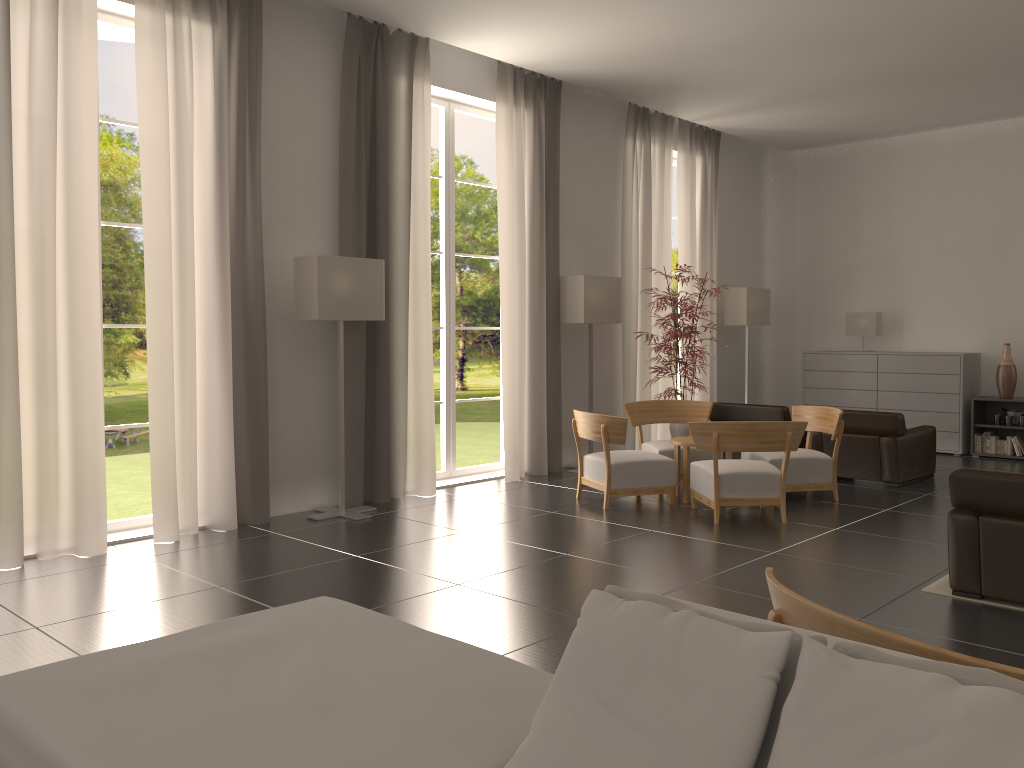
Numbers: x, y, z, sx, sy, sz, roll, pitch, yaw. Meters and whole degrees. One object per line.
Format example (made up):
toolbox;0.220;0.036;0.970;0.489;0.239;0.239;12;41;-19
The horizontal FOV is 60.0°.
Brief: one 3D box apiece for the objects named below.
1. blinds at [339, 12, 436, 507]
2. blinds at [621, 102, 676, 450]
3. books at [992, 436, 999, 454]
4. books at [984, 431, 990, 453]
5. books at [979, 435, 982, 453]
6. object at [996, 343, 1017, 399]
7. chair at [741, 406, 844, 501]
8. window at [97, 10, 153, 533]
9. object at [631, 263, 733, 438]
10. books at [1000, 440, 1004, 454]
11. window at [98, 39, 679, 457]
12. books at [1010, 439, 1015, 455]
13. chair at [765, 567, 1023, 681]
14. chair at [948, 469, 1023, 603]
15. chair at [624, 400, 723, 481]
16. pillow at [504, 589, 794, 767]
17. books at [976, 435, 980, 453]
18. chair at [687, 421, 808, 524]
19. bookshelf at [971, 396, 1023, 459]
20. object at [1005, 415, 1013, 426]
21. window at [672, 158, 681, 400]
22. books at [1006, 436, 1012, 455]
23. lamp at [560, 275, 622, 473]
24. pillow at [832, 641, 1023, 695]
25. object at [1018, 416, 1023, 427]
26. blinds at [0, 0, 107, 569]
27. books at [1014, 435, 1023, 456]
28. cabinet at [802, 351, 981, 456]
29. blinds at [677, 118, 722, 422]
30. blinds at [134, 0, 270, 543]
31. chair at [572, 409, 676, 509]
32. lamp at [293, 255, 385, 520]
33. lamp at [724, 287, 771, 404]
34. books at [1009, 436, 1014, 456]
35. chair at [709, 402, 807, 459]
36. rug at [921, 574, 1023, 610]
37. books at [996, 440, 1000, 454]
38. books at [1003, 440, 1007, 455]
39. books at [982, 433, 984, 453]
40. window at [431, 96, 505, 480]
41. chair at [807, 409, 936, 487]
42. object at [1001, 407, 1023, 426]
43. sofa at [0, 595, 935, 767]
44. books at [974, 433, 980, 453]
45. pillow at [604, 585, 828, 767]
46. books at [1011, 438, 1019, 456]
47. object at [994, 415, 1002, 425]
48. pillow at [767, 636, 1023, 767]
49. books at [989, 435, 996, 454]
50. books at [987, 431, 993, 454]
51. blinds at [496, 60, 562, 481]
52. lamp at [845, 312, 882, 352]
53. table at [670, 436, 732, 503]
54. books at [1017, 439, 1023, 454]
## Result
blinds;-1.666;-1.641;11.916;1.550;6.427;0.415;-2;3;-42
blinds;2.508;-1.893;16.316;1.550;6.427;0.415;-2;3;-42
books;8.735;1.101;16.022;0.054;0.311;0.244;2;3;43
books;8.639;1.058;16.128;0.029;0.385;0.220;2;3;43
books;8.575;1.092;16.172;0.039;0.312;0.246;2;3;43
object;8.858;-0.231;15.876;0.327;0.991;0.327;-1;2;-23
chair;3.876;0.939;12.212;1.151;1.226;1.453;0;3;-7
window;-4.617;-1.203;9.700;0.110;5.746;2.644;2;3;43
object;2.725;-0.276;14.629;1.490;3.395;1.772;1;3;28
books;8.842;1.134;15.974;0.054;0.249;0.167;2;3;43
window;13.747;-3.986;12.804;99.157;20.567;48.645;3;4;43
books;8.941;1.114;15.830;0.017;0.305;0.239;2;3;43
chair;1.694;1.431;3.455;1.151;1.226;1.453;-1;3;-22
chair;4.655;1.266;7.527;1.538;1.075;1.500;3;4;43
chair;2.446;0.886;13.198;1.452;1.226;1.152;-1;3;-12
pillow;0.405;1.041;2.782;0.802;0.598;0.585;3;4;43
books;8.548;1.093;16.211;0.048;0.305;0.226;2;3;43
chair;2.805;1.014;10.884;1.452;1.226;1.152;0;3;-2
bookshelf;9.716;0.832;15.327;3.081;1.078;0.740;3;4;43
object;8.874;0.657;15.826;0.135;0.178;0.136;2;4;45
window;2.657;-1.642;17.368;0.110;5.746;2.644;2;3;43
books;8.917;1.099;15.888;0.054;0.328;0.187;2;3;43
lamp;1.299;-0.170;14.615;0.908;3.176;1.000;2;3;43
pillow;1.137;1.088;2.278;0.919;0.591;0.557;3;4;43
object;9.044;0.663;15.704;0.136;0.178;0.135;1;3;14
blinds;-4.788;-1.452;8.625;1.550;6.427;0.415;-2;3;-42
books;9.022;1.095;15.755;0.138;0.354;0.236;2;3;43
cabinet;7.461;0.306;17.619;3.081;1.875;1.040;3;4;43
blinds;3.674;-1.964;17.544;0.417;6.427;1.550;2;3;40
blinds;-3.459;-1.533;10.024;0.417;6.427;1.550;2;3;40
chair;1.452;0.961;11.868;1.151;1.226;1.453;-1;3;-22
lamp;-2.124;0.037;11.005;0.908;3.176;1.000;2;3;43
lamp;4.876;-0.386;18.385;0.908;3.176;1.000;2;3;43
books;8.921;1.104;15.838;0.019;0.324;0.254;2;3;43
chair;4.260;0.848;15.022;1.538;1.075;1.500;3;4;43
rug;6.235;1.798;7.634;4.002;0.010;3.559;3;4;43
books;8.802;1.132;16.012;0.054;0.249;0.167;2;3;43
books;8.883;1.136;15.936;0.054;0.249;0.167;2;3;43
books;8.616;1.070;16.156;0.039;0.357;0.210;2;3;43
window;-0.980;-1.423;13.534;0.110;5.746;2.644;2;3;43
chair;5.556;0.914;13.794;1.538;1.075;1.500;3;4;43
object;9.023;0.583;15.971;0.142;0.309;0.414;-2;3;-32
sofa;-0.978;1.563;1.200;5.527;1.204;5.607;3;4;43
books;8.513;1.076;16.225;0.022;0.338;0.253;2;3;43
pillow;0.503;1.056;2.883;0.919;0.577;0.549;3;4;43
books;8.989;1.110;15.775;0.130;0.322;0.252;2;3;43
object;8.779;0.646;16.018;0.135;0.178;0.136;2;4;45
pillow;0.996;1.073;2.223;0.802;0.595;0.595;3;4;44
books;8.703;1.095;16.058;0.039;0.318;0.236;2;3;43
books;8.674;1.061;16.085;0.039;0.384;0.232;2;3;43
blinds;0.284;-1.759;13.970;0.417;6.427;1.550;2;3;40
lamp;7.170;-1.057;18.094;0.619;0.795;0.309;2;3;43
table;2.588;1.161;12.055;0.870;0.802;0.870;-1;3;-24
books;9.059;1.128;15.709;0.142;0.289;0.252;2;3;43
